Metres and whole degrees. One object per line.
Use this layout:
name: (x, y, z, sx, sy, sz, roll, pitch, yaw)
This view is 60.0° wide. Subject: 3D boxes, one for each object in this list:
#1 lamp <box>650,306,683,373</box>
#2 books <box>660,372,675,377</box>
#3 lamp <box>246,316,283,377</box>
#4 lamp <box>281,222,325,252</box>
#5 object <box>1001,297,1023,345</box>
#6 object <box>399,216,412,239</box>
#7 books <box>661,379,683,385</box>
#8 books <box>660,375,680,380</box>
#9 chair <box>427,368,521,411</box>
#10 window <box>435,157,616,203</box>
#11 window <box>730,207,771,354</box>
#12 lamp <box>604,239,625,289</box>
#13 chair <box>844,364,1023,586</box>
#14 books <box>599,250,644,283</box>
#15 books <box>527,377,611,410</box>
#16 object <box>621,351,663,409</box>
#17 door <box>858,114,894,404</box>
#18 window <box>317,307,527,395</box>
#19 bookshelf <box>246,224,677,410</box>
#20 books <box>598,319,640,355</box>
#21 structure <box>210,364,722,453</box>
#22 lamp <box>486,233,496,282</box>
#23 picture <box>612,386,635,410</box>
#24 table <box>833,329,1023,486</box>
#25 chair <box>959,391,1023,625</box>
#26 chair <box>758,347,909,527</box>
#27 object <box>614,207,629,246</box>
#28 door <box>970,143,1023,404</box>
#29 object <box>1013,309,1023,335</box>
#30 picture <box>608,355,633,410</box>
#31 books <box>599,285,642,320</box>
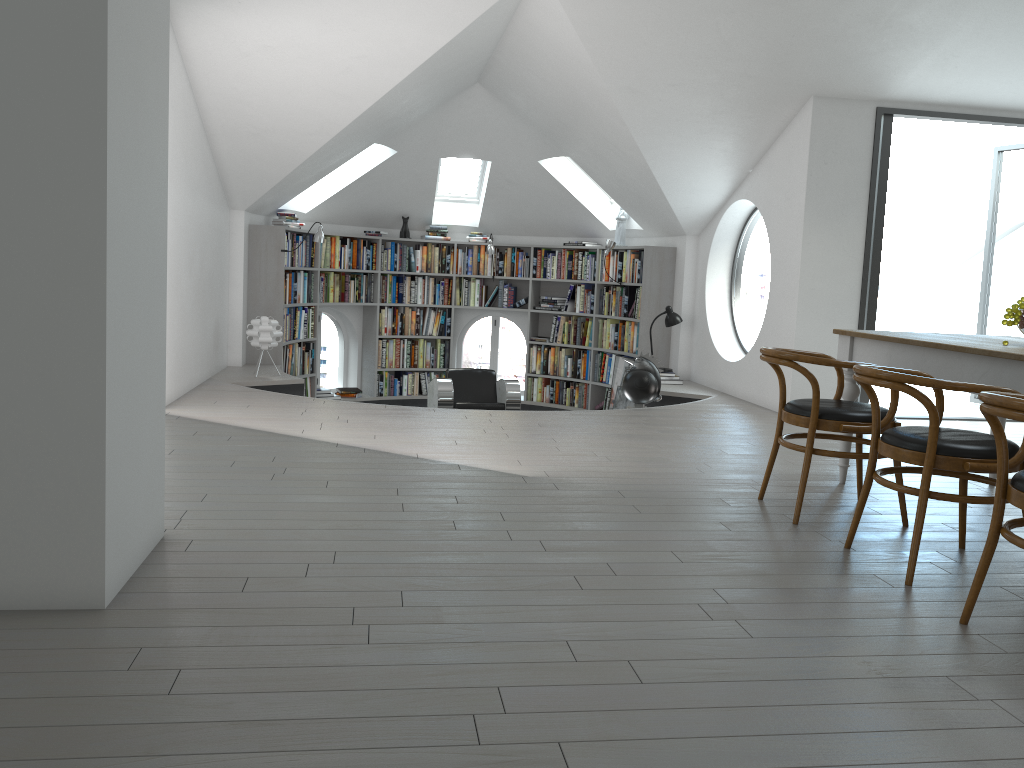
lamp: (1.526, -0.450, 8.817, 0.322, 0.658, 0.234, 3, 6, 7)
books: (1.473, -0.111, 8.850, 0.269, 0.031, 0.286, 3, 7, 1)
lamp: (-2.197, -0.335, 7.857, 0.305, 0.523, 0.306, 1, 6, -20)
lamp: (-2.060, -1.450, 8.746, 0.414, 0.311, 0.117, 1, 6, -12)
object: (2.333, -0.300, 3.830, 0.394, 0.283, 0.293, -4, 9, -44)
object: (-1.263, -1.863, 10.575, 0.147, 0.264, 0.202, 1, 6, -12)
books: (1.470, -0.043, 8.856, 0.365, 0.042, 0.389, 2, 7, -9)
books: (1.472, -0.079, 8.853, 0.286, 0.034, 0.305, 0, 7, -19)
chair: (-0.396, 0.230, 8.880, 0.823, 0.717, 0.743, 1, 6, -14)
window: (-0.532, -2.449, 9.887, 4.054, 0.711, 1.938, 2, 7, -9)
window: (2.334, -0.935, 8.098, 0.104, 1.466, 1.475, 2, 6, -9)
lamp: (1.131, -1.303, 9.631, 0.275, 0.524, 0.112, 1, 6, -18)
chair: (1.548, 0.311, 3.259, 0.621, 0.733, 0.529, 2, 6, -9)
books: (1.320, -1.291, 9.744, 0.292, 0.361, 1.017, 0, 7, -26)
books: (0.789, 0.121, 10.434, 1.500, 0.310, 0.360, 9, 9, 43)
object: (1.125, -0.004, 7.722, 0.320, 0.561, 0.321, -1, 7, -36)
door: (2.771, -0.980, 7.458, 0.080, 2.340, 1.054, 2, 6, -9)
window: (-1.270, -0.398, 10.852, 3.230, 1.148, 0.619, 0, 6, -23)
bookshelf: (-0.615, -0.692, 10.051, 4.332, 1.875, 2.115, 2, 6, -9)
books: (1.296, -0.526, 9.802, 0.275, 0.347, 1.024, 0, 7, -23)
structure: (-0.449, 0.247, 8.766, 4.717, 0.691, 4.715, 8, 9, 36)
lamp: (-0.254, -1.503, 10.549, 0.113, 0.565, 0.358, 3, 6, -2)
picture: (1.168, 0.323, 9.383, 0.107, 0.554, 0.491, 1, 6, -18)
table: (2.395, 0.340, 3.066, 1.018, 0.796, 3.360, 2, 7, -9)
chair: (1.639, 0.405, 2.540, 0.621, 0.733, 0.529, 1, 6, -14)
chair: (1.401, 0.216, 3.968, 0.621, 0.733, 0.529, 2, 6, -5)
object: (1.217, -1.767, 9.908, 0.179, 0.471, 0.179, 3, 6, 0)
door: (4.576, -0.925, 7.709, 0.080, 2.340, 1.054, 0, 6, -24)
object: (2.358, -0.235, 3.825, 0.360, 0.159, 0.361, -1, 8, -28)
picture: (1.193, 0.143, 9.550, 0.090, 0.860, 0.580, 1, 6, -19)
books: (1.306, -0.908, 9.769, 0.279, 0.357, 1.055, 0, 7, -23)
